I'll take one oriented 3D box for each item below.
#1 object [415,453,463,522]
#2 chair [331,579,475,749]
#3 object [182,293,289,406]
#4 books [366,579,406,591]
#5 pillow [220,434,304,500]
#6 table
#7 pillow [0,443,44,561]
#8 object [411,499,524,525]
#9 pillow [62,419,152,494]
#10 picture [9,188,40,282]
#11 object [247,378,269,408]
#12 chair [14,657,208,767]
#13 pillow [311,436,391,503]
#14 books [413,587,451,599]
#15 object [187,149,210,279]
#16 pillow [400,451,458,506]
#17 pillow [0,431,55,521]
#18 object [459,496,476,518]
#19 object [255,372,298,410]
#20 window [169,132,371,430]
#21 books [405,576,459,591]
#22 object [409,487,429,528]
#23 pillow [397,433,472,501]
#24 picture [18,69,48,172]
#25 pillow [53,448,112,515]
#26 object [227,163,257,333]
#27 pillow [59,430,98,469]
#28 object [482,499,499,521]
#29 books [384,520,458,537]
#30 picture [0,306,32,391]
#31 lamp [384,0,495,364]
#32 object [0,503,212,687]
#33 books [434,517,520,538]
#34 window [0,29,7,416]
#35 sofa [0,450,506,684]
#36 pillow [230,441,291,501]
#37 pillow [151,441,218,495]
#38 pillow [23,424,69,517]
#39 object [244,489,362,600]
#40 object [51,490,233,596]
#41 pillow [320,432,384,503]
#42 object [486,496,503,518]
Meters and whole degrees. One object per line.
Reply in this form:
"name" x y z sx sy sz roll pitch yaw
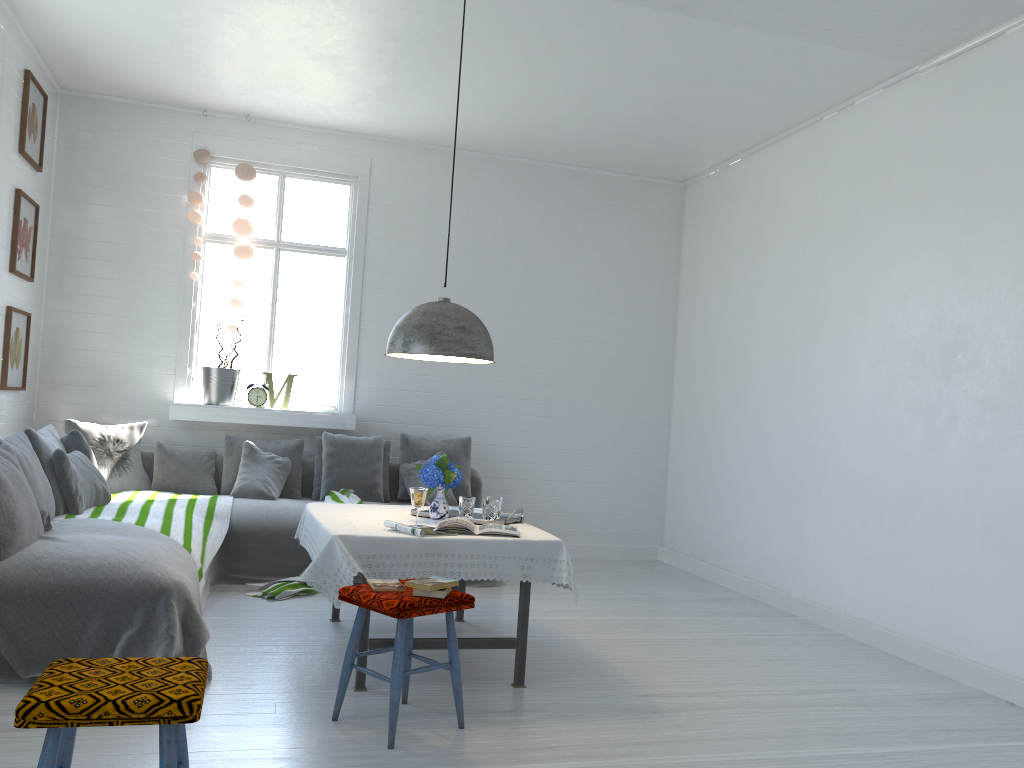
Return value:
"object" -0.397 0.557 4.798 0.266 0.377 0.236 4 -1 -14
"chair" -0.454 1.138 3.687 0.419 0.562 0.419 3 -2 44
"object" -2.257 -0.287 7.108 0.847 0.936 0.635 3 -1 31
"books" -0.528 0.842 3.711 0.133 0.012 0.189 4 -2 -18
"pillow" -2.009 0.687 7.152 0.639 0.521 0.279 4 -1 -17
"table" -0.501 1.090 4.824 1.328 0.725 1.670 4 -2 -15
"pillow" -2.416 0.561 4.230 0.279 0.521 0.639 4 -2 -17
"object" -0.248 0.716 5.014 0.651 0.092 0.399 3 -2 26
"pillow" -3.020 0.560 6.717 0.395 0.560 0.639 3 -2 23
"picture" -3.504 -1.055 6.381 0.036 0.580 0.555 4 -1 -16
"object" -2.113 0.079 7.363 0.182 0.250 0.075 4 -1 -16
"chair" -1.046 1.052 2.331 0.419 0.562 0.419 4 -1 -16
"pillow" -1.326 0.712 7.361 0.641 0.520 0.280 4 -1 -16
"books" -0.326 0.844 3.648 0.128 0.030 0.182 4 -2 6
"object" -2.624 -1.416 7.378 0.153 1.088 0.150 5 -1 -41
"pillow" -0.669 0.786 7.271 0.380 0.463 0.416 5 -2 -31
"pillow" -2.705 0.536 4.901 0.280 0.520 0.641 4 -2 -16
"object" -0.254 0.690 4.951 0.096 0.119 0.095 5 -2 -32
"object" -2.001 0.063 7.526 0.330 0.311 0.052 5 -1 -26
"window" -2.008 -0.856 7.504 1.482 2.397 0.378 4 -1 -16
"books" -0.328 0.818 3.647 0.133 0.022 0.189 3 -2 35
"object" -0.469 0.615 4.419 0.098 0.191 0.098 4 -1 4
"pillow" -0.651 0.712 7.546 0.639 0.560 0.279 4 -1 -16
"picture" -3.448 -1.882 6.394 0.036 0.580 0.555 4 -1 -16
"pillow" -2.739 0.613 5.542 0.277 0.445 0.528 4 -1 -1
"object" -2.269 -1.141 7.431 0.200 1.426 0.197 3 -1 24
"pillow" -2.975 0.565 6.079 0.344 0.526 0.616 4 -2 -17
"object" -0.120 0.696 4.858 0.095 0.119 0.096 4 -1 8
"books" -0.444 0.700 4.313 0.229 0.043 0.300 6 -3 -42
"picture" -3.558 -0.244 6.368 0.036 0.580 0.555 4 -1 -16
"lamp" -0.321 -1.155 4.810 0.600 2.044 0.601 3 -1 45
"object" -2.085 0.937 4.324 1.683 0.924 1.213 3 -2 25
"books" -0.175 0.717 4.466 0.422 0.049 0.300 4 -2 -1
"window" -3.066 -1.014 4.931 0.254 2.397 1.482 4 -1 -16
"sofa" -1.441 1.024 5.815 3.408 0.898 3.394 4 -2 -16
"pillow" -1.952 0.687 6.898 0.380 0.463 0.416 4 -1 -1
"pillow" -2.562 0.683 6.994 0.495 0.438 0.280 4 -1 -14
"pillow" -2.889 0.549 5.575 0.279 0.560 0.639 4 -2 -16
"object" -1.374 1.028 6.542 0.622 0.833 1.581 4 -2 8
"object" -2.294 1.025 5.400 1.044 0.473 3.164 4 -2 -16
"pillow" -1.295 0.692 7.219 0.509 0.572 0.296 4 -1 -16
"object" -0.102 0.703 5.048 0.095 0.119 0.096 4 -1 8
